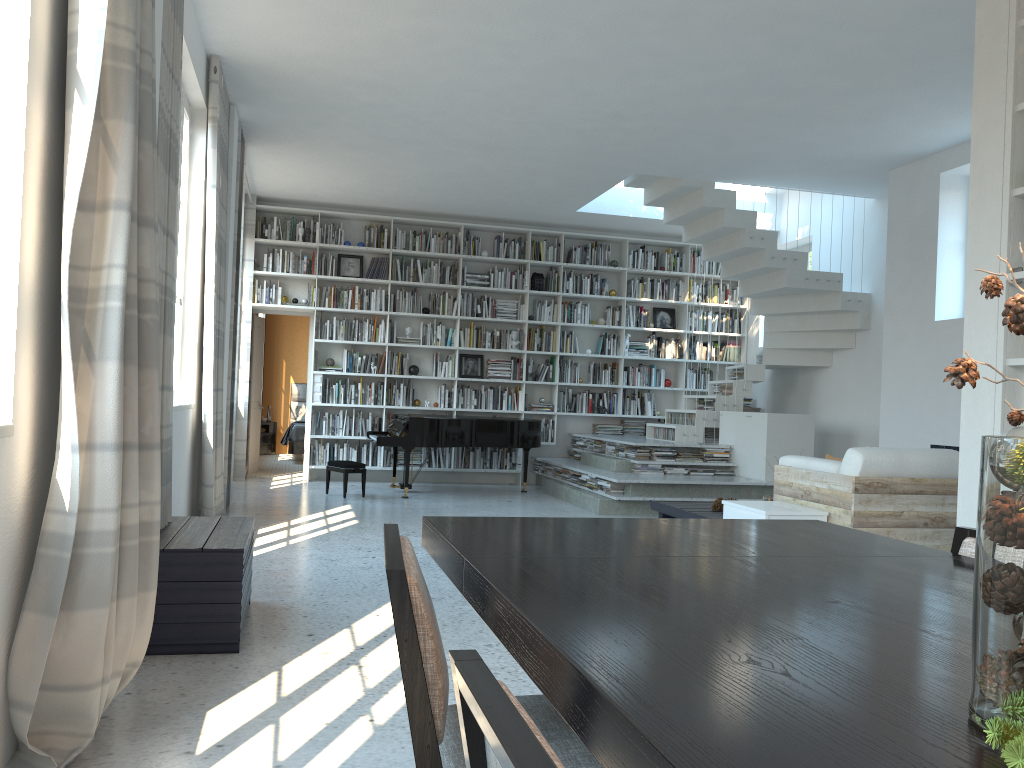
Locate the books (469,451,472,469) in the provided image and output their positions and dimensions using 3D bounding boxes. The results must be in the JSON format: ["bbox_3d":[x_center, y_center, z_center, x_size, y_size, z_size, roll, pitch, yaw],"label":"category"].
[{"bbox_3d":[-0.515,0.923,10.811,0.028,0.206,0.174,2,-1,-14],"label":"books"}]

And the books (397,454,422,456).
[{"bbox_3d":[-1.236,0.848,10.650,0.285,0.005,0.159,3,-1,-18],"label":"books"}]

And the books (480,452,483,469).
[{"bbox_3d":[-0.384,0.931,10.862,0.024,0.203,0.144,2,-1,-14],"label":"books"}]

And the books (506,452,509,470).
[{"bbox_3d":[-0.069,0.944,10.923,0.022,0.205,0.191,2,-1,-14],"label":"books"}]

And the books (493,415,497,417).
[{"bbox_3d":[-0.213,0.537,10.826,0.013,0.303,0.181,2,-1,-14],"label":"books"}]

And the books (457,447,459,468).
[{"bbox_3d":[-0.671,0.849,10.793,0.014,0.340,0.139,2,0,-14],"label":"books"}]

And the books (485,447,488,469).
[{"bbox_3d":[-0.324,0.867,10.858,0.014,0.335,0.183,2,-1,-14],"label":"books"}]

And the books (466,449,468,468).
[{"bbox_3d":[-0.562,0.905,10.820,0.012,0.239,0.128,2,-1,-14],"label":"books"}]

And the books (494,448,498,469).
[{"bbox_3d":[-0.199,0.894,10.889,0.011,0.292,0.184,2,-1,-14],"label":"books"}]

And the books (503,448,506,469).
[{"bbox_3d":[-0.107,0.916,10.914,0.011,0.258,0.171,2,-1,-14],"label":"books"}]

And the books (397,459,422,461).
[{"bbox_3d":[-1.235,0.908,10.648,0.285,0.007,0.159,3,-1,-19],"label":"books"}]

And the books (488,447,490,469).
[{"bbox_3d":[-0.298,0.906,10.883,0.024,0.262,0.131,2,-1,-14],"label":"books"}]

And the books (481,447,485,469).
[{"bbox_3d":[-0.361,0.891,10.855,0.013,0.285,0.185,2,-1,-14],"label":"books"}]

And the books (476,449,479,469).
[{"bbox_3d":[-0.437,0.913,10.852,0.030,0.234,0.138,2,-1,-14],"label":"books"}]

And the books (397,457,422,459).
[{"bbox_3d":[-1.237,0.887,10.660,0.285,0.007,0.159,3,-1,-14],"label":"books"}]

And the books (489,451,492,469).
[{"bbox_3d":[-0.270,0.932,10.898,0.040,0.212,0.129,2,-1,-14],"label":"books"}]

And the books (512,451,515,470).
[{"bbox_3d":[-0.004,0.941,10.936,0.029,0.218,0.191,2,-1,-14],"label":"books"}]

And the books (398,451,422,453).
[{"bbox_3d":[-1.234,0.816,10.660,0.285,0.005,0.159,3,-1,-14],"label":"books"}]

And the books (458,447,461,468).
[{"bbox_3d":[-0.646,0.889,10.802,0.025,0.263,0.145,2,-1,-14],"label":"books"}]

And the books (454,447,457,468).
[{"bbox_3d":[-0.702,0.890,10.768,0.026,0.256,0.183,2,-1,-14],"label":"books"}]

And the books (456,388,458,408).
[{"bbox_3d":[-0.686,0.173,10.788,0.029,0.244,0.154,2,-1,-14],"label":"books"}]

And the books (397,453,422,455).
[{"bbox_3d":[-1.233,0.838,10.653,0.285,0.005,0.159,3,-1,-17],"label":"books"}]

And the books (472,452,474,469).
[{"bbox_3d":[-0.495,0.929,10.847,0.030,0.197,0.143,2,-1,-14],"label":"books"}]

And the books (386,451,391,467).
[{"bbox_3d":[-1.483,0.890,10.591,0.053,0.184,0.148,2,-1,-14],"label":"books"}]

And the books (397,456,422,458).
[{"bbox_3d":[-1.238,0.875,10.654,0.285,0.005,0.159,3,-1,-16],"label":"books"}]

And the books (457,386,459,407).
[{"bbox_3d":[-0.664,0.158,10.786,0.011,0.275,0.146,2,-1,-14],"label":"books"}]

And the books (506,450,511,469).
[{"bbox_3d":[-0.047,0.934,10.941,0.028,0.227,0.162,2,-1,-14],"label":"books"}]

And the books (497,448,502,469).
[{"bbox_3d":[-0.171,0.916,10.885,0.044,0.251,0.187,2,-1,-14],"label":"books"}]

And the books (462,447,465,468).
[{"bbox_3d":[-0.603,0.867,10.803,0.034,0.311,0.170,2,-1,-14],"label":"books"}]

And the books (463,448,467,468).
[{"bbox_3d":[-0.579,0.900,10.819,0.022,0.247,0.144,2,-1,-14],"label":"books"}]

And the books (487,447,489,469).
[{"bbox_3d":[-0.312,0.892,10.863,0.014,0.288,0.184,2,-1,-14],"label":"books"}]

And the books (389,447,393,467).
[{"bbox_3d":[-1.444,0.868,10.598,0.023,0.231,0.164,2,-1,-14],"label":"books"}]

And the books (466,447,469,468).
[{"bbox_3d":[-0.550,0.887,10.827,0.012,0.276,0.154,2,-1,-14],"label":"books"}]

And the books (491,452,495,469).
[{"bbox_3d":[-0.238,0.936,10.873,0.010,0.206,0.180,2,-1,-14],"label":"books"}]

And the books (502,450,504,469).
[{"bbox_3d":[-0.130,0.925,10.924,0.028,0.238,0.140,2,-1,-14],"label":"books"}]

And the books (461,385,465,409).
[{"bbox_3d":[-0.600,0.154,10.821,0.027,0.290,0.140,2,-1,-14],"label":"books"}]

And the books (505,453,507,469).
[{"bbox_3d":[-0.094,0.950,10.928,0.024,0.191,0.155,2,-1,-14],"label":"books"}]

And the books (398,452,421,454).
[{"bbox_3d":[-1.235,0.827,10.660,0.254,0.006,0.161,3,-1,-14],"label":"books"}]

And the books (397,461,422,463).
[{"bbox_3d":[-1.237,0.935,10.655,0.285,0.007,0.159,3,-1,-12],"label":"books"}]

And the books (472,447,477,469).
[{"bbox_3d":[-0.463,0.882,10.843,0.026,0.294,0.155,2,-1,-14],"label":"books"}]

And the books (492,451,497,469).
[{"bbox_3d":[-0.220,0.935,10.883,0.029,0.210,0.170,2,-1,-14],"label":"books"}]

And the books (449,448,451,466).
[{"bbox_3d":[-0.762,0.897,10.782,0.021,0.237,0.115,2,-1,-14],"label":"books"}]

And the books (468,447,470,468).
[{"bbox_3d":[-0.539,0.898,10.830,0.012,0.255,0.150,2,-1,-14],"label":"books"}]

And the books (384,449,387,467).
[{"bbox_3d":[-1.522,0.882,10.589,0.025,0.198,0.160,2,-1,-14],"label":"books"}]

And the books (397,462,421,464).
[{"bbox_3d":[-1.236,0.949,10.648,0.285,0.007,0.159,3,-1,-9],"label":"books"}]

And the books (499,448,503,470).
[{"bbox_3d":[-0.143,0.885,10.896,0.013,0.317,0.186,2,-1,-14],"label":"books"}]

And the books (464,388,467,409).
[{"bbox_3d":[-0.575,0.177,10.821,0.024,0.247,0.132,2,-1,-14],"label":"books"}]

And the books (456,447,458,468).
[{"bbox_3d":[-0.682,0.868,10.773,0.014,0.301,0.184,2,-1,-14],"label":"books"}]

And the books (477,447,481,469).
[{"bbox_3d":[-0.408,0.901,10.858,0.028,0.261,0.132,2,-1,-14],"label":"books"}]

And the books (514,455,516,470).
[{"bbox_3d":[0.018,0.960,10.954,0.023,0.182,0.148,2,-1,-14],"label":"books"}]

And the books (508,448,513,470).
[{"bbox_3d":[-0.025,0.921,10.937,0.013,0.256,0.176,2,-1,-14],"label":"books"}]

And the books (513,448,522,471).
[{"bbox_3d":[0.065,0.917,10.895,0.038,0.269,0.277,2,-1,-14],"label":"books"}]

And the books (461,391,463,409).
[{"bbox_3d":[-0.622,0.194,10.798,0.024,0.208,0.170,2,-1,-14],"label":"books"}]

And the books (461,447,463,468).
[{"bbox_3d":[-0.624,0.853,10.796,0.012,0.337,0.144,2,-1,-14],"label":"books"}]

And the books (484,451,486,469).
[{"bbox_3d":[-0.346,0.928,10.863,0.022,0.213,0.167,2,-1,-14],"label":"books"}]

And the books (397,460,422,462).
[{"bbox_3d":[-1.236,0.921,10.650,0.285,0.007,0.159,3,-1,-18],"label":"books"}]

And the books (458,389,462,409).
[{"bbox_3d":[-0.644,0.180,10.780,0.027,0.234,0.167,2,-1,-14],"label":"books"}]

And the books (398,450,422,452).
[{"bbox_3d":[-1.231,0.805,10.649,0.285,0.005,0.159,3,-1,-9],"label":"books"}]
